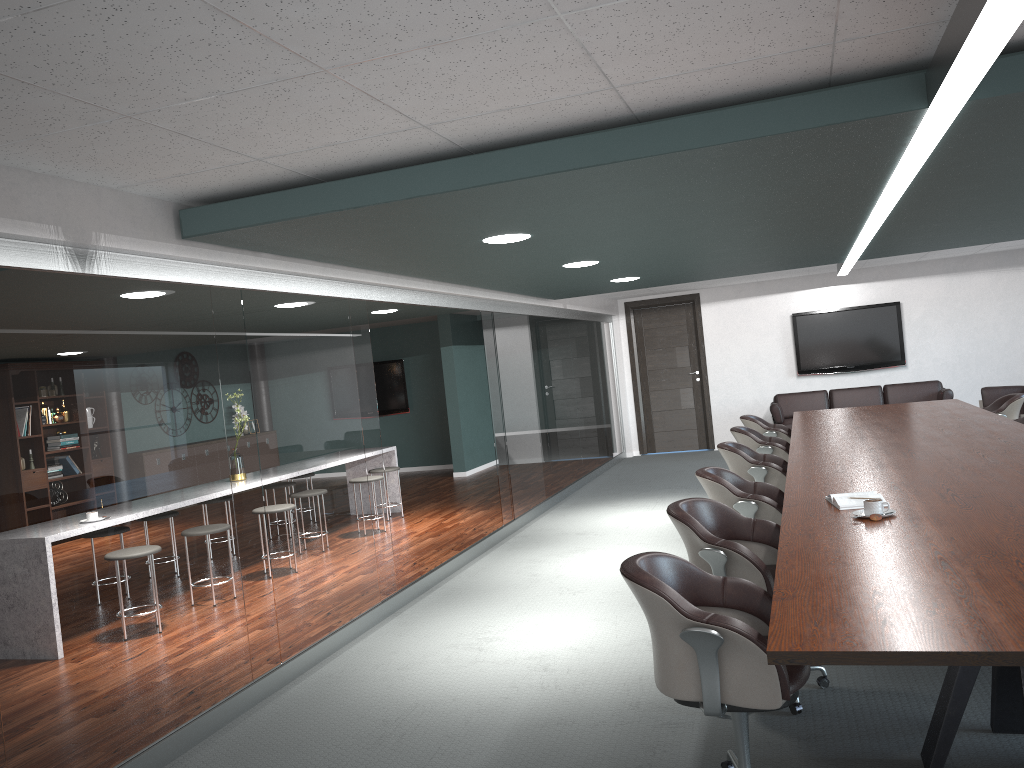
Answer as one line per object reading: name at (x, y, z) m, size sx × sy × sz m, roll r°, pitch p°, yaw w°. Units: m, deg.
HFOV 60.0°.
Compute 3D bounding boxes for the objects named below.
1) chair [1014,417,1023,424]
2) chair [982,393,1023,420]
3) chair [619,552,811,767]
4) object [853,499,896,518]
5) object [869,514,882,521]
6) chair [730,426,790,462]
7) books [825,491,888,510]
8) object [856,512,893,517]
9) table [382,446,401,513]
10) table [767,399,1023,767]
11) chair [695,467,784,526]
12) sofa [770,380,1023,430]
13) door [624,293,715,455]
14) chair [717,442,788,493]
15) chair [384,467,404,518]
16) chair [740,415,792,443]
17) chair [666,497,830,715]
chair at (3.521, 0.526, 6.080) m, size 0.523 × 0.761 × 0.533 m, roll -6°, pitch 1°, yaw 4°
chair at (3.872, 0.473, 7.131) m, size 0.518 × 0.761 × 0.535 m, roll -6°, pitch 1°, yaw 24°
chair at (0.613, 0.882, 2.597) m, size 0.518 × 0.761 × 0.535 m, roll -6°, pitch 1°, yaw 24°
object at (1.301, 0.446, 3.190) m, size 0.146 × 0.056 × 0.146 m, roll -5°, pitch 1°, yaw 43°
object at (1.276, 0.467, 3.111) m, size 0.044 × 0.021 × 0.041 m, roll -6°, pitch 1°, yaw 11°
chair at (1.935, 0.684, 6.616) m, size 0.523 × 0.761 × 0.533 m, roll -6°, pitch 1°, yaw 0°
books at (1.349, 0.448, 3.485) m, size 0.180 × 0.032 × 0.285 m, roll -6°, pitch 1°, yaw 9°
object at (1.278, 0.468, 3.141) m, size 0.155 × 0.012 × 0.034 m, roll -6°, pitch 1°, yaw -5°
table at (-2.187, 1.137, 7.294) m, size 0.609 × 0.699 × 4.577 m, roll -6°, pitch 1°, yaw 18°
table at (2.271, 0.703, 4.869) m, size 1.374 × 0.706 × 6.694 m, roll -6°, pitch 1°, yaw 18°
chair at (1.221, 0.791, 4.459) m, size 0.518 × 0.761 × 0.535 m, roll -6°, pitch 1°, yaw 24°
sofa at (4.662, 0.372, 9.653) m, size 1.976 × 0.728 × 4.057 m, roll -6°, pitch 1°, yaw -29°
door at (2.178, -0.127, 12.241) m, size 1.038 × 2.130 × 0.139 m, roll -6°, pitch 1°, yaw 18°
chair at (1.594, 0.734, 5.599) m, size 0.518 × 0.761 × 0.535 m, roll -6°, pitch 1°, yaw 24°
chair at (-2.223, 1.235, 7.342) m, size 1.479 × 0.512 × 4.029 m, roll -6°, pitch 1°, yaw 18°
chair at (2.273, 0.632, 7.675) m, size 0.518 × 0.761 × 0.535 m, roll -6°, pitch 1°, yaw 24°
chair at (0.907, 0.838, 3.497) m, size 0.518 × 0.761 × 0.535 m, roll -5°, pitch 1°, yaw 39°
